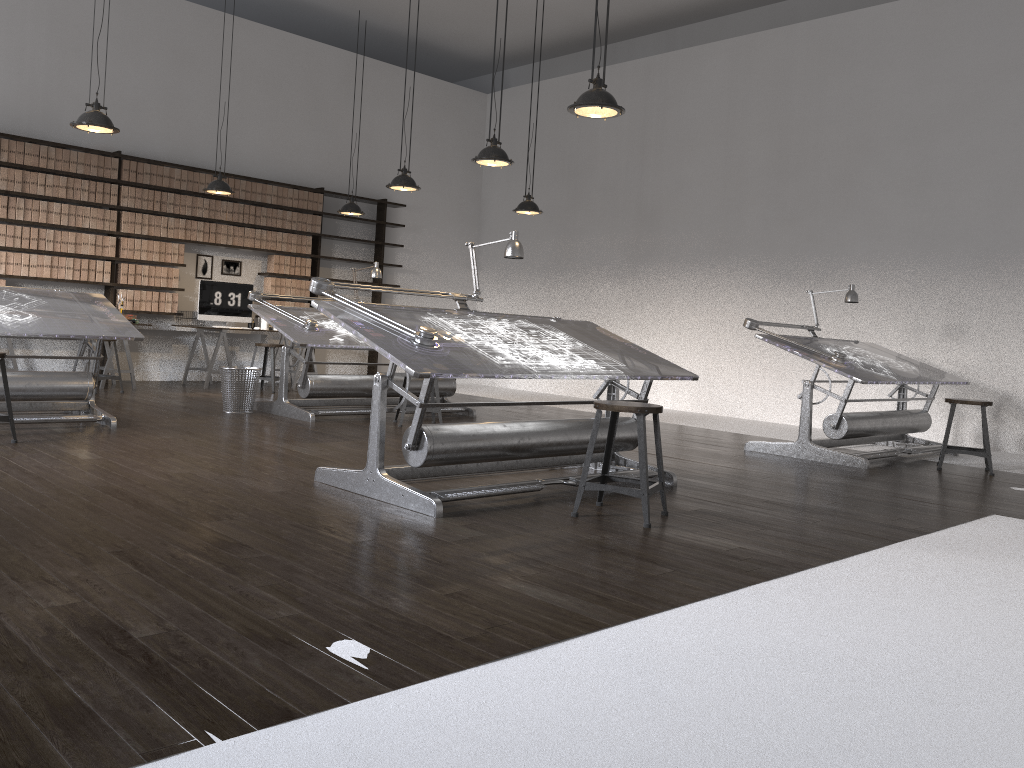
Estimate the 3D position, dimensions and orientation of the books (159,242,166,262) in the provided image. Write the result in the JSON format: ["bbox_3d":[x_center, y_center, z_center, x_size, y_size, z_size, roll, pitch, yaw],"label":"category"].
[{"bbox_3d":[-3.901,-1.456,9.795,0.066,0.225,0.175,3,2,-44],"label":"books"}]

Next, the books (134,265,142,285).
[{"bbox_3d":[-4.093,-1.182,9.628,0.066,0.225,0.175,3,2,-44],"label":"books"}]

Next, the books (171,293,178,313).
[{"bbox_3d":[-3.810,-0.905,9.919,0.066,0.225,0.175,3,2,-44],"label":"books"}]

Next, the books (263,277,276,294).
[{"bbox_3d":[-2.942,-1.178,10.733,0.067,0.226,0.175,3,2,-44],"label":"books"}]

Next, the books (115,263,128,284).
[{"bbox_3d":[-4.200,-1.182,9.525,0.066,0.225,0.175,3,2,-44],"label":"books"}]

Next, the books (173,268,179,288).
[{"bbox_3d":[-3.796,-1.181,9.910,0.066,0.225,0.175,3,2,-44],"label":"books"}]

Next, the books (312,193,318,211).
[{"bbox_3d":[-2.506,-2.274,11.089,0.066,0.225,0.175,3,2,-44],"label":"books"}]

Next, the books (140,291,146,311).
[{"bbox_3d":[-4.065,-0.905,9.670,0.066,0.225,0.175,3,2,-44],"label":"books"}]

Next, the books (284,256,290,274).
[{"bbox_3d":[-2.796,-1.452,10.856,0.066,0.225,0.175,3,2,-44],"label":"books"}]

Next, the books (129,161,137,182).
[{"bbox_3d":[-4.108,-2.278,9.533,0.067,0.226,0.175,3,2,-44],"label":"books"}]

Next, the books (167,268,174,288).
[{"bbox_3d":[-3.843,-1.181,9.868,0.066,0.225,0.175,3,2,-44],"label":"books"}]

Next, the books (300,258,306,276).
[{"bbox_3d":[-2.641,-1.452,11.012,0.066,0.225,0.175,3,2,-44],"label":"books"}]

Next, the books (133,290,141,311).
[{"bbox_3d":[-4.107,-0.905,9.623,0.067,0.226,0.175,3,2,-44],"label":"books"}]

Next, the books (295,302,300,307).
[{"bbox_3d":[-2.710,-0.901,10.981,0.066,0.225,0.175,3,2,-44],"label":"books"}]

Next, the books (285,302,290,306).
[{"bbox_3d":[-2.807,-0.901,10.884,0.066,0.225,0.175,3,2,-44],"label":"books"}]

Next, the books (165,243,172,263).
[{"bbox_3d":[-3.850,-1.456,9.844,0.066,0.225,0.175,3,2,-44],"label":"books"}]

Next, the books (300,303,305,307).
[{"bbox_3d":[-2.661,-0.901,11.031,0.066,0.225,0.175,3,2,-44],"label":"books"}]

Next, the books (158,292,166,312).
[{"bbox_3d":[-3.912,-0.905,9.821,0.066,0.225,0.175,3,2,-44],"label":"books"}]

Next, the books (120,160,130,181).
[{"bbox_3d":[-4.165,-2.278,9.486,0.066,0.225,0.175,3,2,-44],"label":"books"}]

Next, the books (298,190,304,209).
[{"bbox_3d":[-2.650,-2.273,10.939,0.067,0.226,0.175,3,2,-44],"label":"books"}]

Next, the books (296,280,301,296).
[{"bbox_3d":[-2.690,-1.177,10.974,0.067,0.226,0.175,3,2,-44],"label":"books"}]

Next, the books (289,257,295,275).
[{"bbox_3d":[-2.748,-1.453,10.909,0.066,0.225,0.175,3,2,-44],"label":"books"}]

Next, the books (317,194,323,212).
[{"bbox_3d":[-2.453,-2.273,11.135,0.066,0.225,0.175,3,2,-44],"label":"books"}]

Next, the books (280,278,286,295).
[{"bbox_3d":[-2.845,-1.179,10.835,0.066,0.225,0.175,3,2,-44],"label":"books"}]

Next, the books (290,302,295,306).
[{"bbox_3d":[-2.758,-0.901,10.929,0.067,0.226,0.175,3,2,-44],"label":"books"}]

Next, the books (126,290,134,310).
[{"bbox_3d":[-4.159,-0.905,9.573,0.066,0.225,0.175,3,2,-44],"label":"books"}]

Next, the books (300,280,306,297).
[{"bbox_3d":[-2.647,-1.178,11.021,0.066,0.225,0.175,3,2,-44],"label":"books"}]

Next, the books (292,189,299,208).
[{"bbox_3d":[-2.702,-2.273,10.889,0.066,0.225,0.175,3,2,-44],"label":"books"}]

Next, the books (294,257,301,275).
[{"bbox_3d":[-2.691,-1.452,10.957,0.067,0.226,0.175,3,2,-44],"label":"books"}]

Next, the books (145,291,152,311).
[{"bbox_3d":[-4.020,-0.905,9.718,0.066,0.225,0.175,3,2,-44],"label":"books"}]

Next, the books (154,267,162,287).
[{"bbox_3d":[-3.940,-1.182,9.775,0.066,0.225,0.175,3,2,-44],"label":"books"}]

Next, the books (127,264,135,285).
[{"bbox_3d":[-4.143,-1.182,9.572,0.067,0.226,0.175,3,2,-44],"label":"books"}]

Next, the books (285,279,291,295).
[{"bbox_3d":[-2.792,-1.178,10.880,0.066,0.225,0.175,3,2,-44],"label":"books"}]

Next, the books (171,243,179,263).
[{"bbox_3d":[-3.796,-1.455,9.890,0.066,0.225,0.175,3,2,-44],"label":"books"}]

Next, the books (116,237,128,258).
[{"bbox_3d":[-4.196,-1.457,9.511,0.066,0.225,0.175,3,2,-44],"label":"books"}]

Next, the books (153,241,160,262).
[{"bbox_3d":[-3.946,-1.456,9.744,0.067,0.226,0.175,3,2,-44],"label":"books"}]

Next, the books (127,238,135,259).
[{"bbox_3d":[-4.145,-1.457,9.558,0.066,0.225,0.175,3,2,-44],"label":"books"}]

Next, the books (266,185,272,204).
[{"bbox_3d":[-2.960,-2.274,10.646,0.066,0.225,0.175,3,2,-44],"label":"books"}]

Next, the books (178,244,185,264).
[{"bbox_3d":[-3.749,-1.456,9.943,0.066,0.225,0.175,3,2,-44],"label":"books"}]

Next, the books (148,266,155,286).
[{"bbox_3d":[-3.991,-1.182,9.726,0.066,0.225,0.175,3,2,-44],"label":"books"}]

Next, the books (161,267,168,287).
[{"bbox_3d":[-3.887,-1.181,9.818,0.067,0.226,0.175,3,2,-44],"label":"books"}]

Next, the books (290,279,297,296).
[{"bbox_3d":[-2.738,-1.178,10.928,0.066,0.225,0.175,3,2,-44],"label":"books"}]

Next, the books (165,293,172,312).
[{"bbox_3d":[-3.858,-0.904,9.867,0.066,0.225,0.175,3,2,-44],"label":"books"}]

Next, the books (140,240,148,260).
[{"bbox_3d":[-4.041,-1.456,9.656,0.066,0.225,0.175,3,2,-44],"label":"books"}]

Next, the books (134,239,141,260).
[{"bbox_3d":[-4.092,-1.456,9.604,0.067,0.226,0.175,3,2,-44],"label":"books"}]

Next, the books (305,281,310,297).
[{"bbox_3d":[-2.598,-1.178,11.071,0.066,0.225,0.175,3,2,-44],"label":"books"}]

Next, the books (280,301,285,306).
[{"bbox_3d":[-2.853,-0.902,10.842,0.066,0.225,0.175,3,2,-44],"label":"books"}]

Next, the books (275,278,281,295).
[{"bbox_3d":[-2.894,-1.179,10.785,0.066,0.225,0.175,3,2,-44],"label":"books"}]

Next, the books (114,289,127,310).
[{"bbox_3d":[-4.214,-0.906,9.525,0.066,0.225,0.175,3,2,-44],"label":"books"}]

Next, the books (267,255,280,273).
[{"bbox_3d":[-2.901,-1.453,10.761,0.066,0.225,0.175,3,2,-44],"label":"books"}]

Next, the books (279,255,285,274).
[{"bbox_3d":[-2.850,-1.453,10.810,0.066,0.225,0.175,3,2,-44],"label":"books"}]

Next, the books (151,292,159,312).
[{"bbox_3d":[-3.962,-0.905,9.765,0.067,0.226,0.175,3,2,-44],"label":"books"}]

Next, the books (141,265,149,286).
[{"bbox_3d":[-4.039,-1.182,9.674,0.066,0.225,0.175,3,2,-44],"label":"books"}]

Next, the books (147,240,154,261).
[{"bbox_3d":[-3.997,-1.456,9.701,0.066,0.225,0.175,3,2,-44],"label":"books"}]
